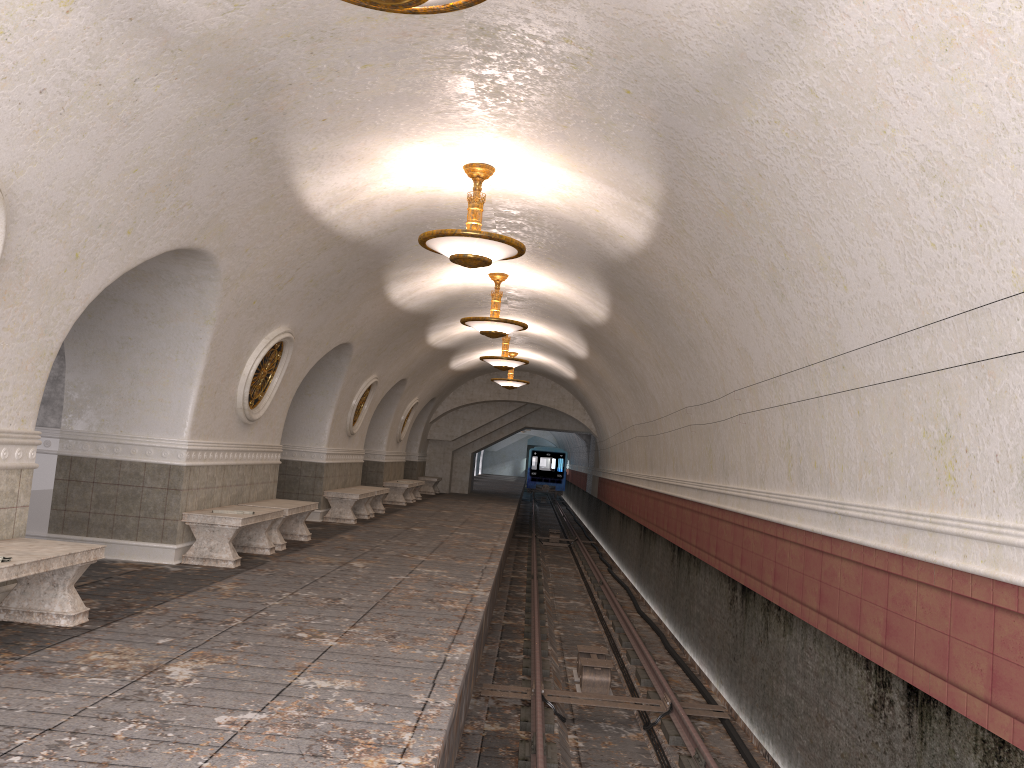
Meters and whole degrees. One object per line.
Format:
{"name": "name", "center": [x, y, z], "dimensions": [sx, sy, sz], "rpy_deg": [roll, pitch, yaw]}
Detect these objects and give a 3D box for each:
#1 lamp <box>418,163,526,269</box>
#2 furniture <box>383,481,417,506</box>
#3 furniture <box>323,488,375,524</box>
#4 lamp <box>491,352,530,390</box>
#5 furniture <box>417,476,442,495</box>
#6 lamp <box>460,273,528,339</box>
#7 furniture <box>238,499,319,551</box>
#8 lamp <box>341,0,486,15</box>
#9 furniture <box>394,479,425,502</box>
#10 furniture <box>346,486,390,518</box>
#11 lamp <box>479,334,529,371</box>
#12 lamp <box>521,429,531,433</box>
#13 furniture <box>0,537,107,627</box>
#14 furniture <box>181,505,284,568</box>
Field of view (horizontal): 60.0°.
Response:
{"name": "lamp", "center": [-0.350, -1.551, 8.302], "dimensions": [1.008, 0.955, 1.008], "rpy_deg": [6, -5, -14]}
{"name": "furniture", "center": [-2.725, 2.638, 21.502], "dimensions": [0.613, 0.508, 1.509], "rpy_deg": [5, -5, 2]}
{"name": "furniture", "center": [-2.859, 2.133, 15.562], "dimensions": [0.613, 0.508, 1.509], "rpy_deg": [5, -5, 2]}
{"name": "lamp", "center": [-0.024, -0.324, 22.734], "dimensions": [1.008, 0.955, 1.008], "rpy_deg": [9, -6, -42]}
{"name": "furniture", "center": [-2.583, 3.172, 27.780], "dimensions": [0.613, 0.508, 1.509], "rpy_deg": [5, -5, 2]}
{"name": "lamp", "center": [-0.242, -1.142, 13.114], "dimensions": [1.008, 0.955, 1.008], "rpy_deg": [3, -5, 18]}
{"name": "furniture", "center": [-2.957, 1.765, 11.240], "dimensions": [0.613, 0.508, 1.509], "rpy_deg": [5, -5, 2]}
{"name": "lamp", "center": [-0.460, -1.963, 3.459], "dimensions": [1.008, 0.955, 1.008], "rpy_deg": [6, -5, -14]}
{"name": "furniture", "center": [-2.687, 2.780, 23.177], "dimensions": [0.613, 0.508, 1.509], "rpy_deg": [5, -5, 2]}
{"name": "furniture", "center": [-2.821, 2.275, 17.237], "dimensions": [0.613, 0.508, 1.509], "rpy_deg": [5, -5, 2]}
{"name": "lamp", "center": [-0.133, -0.733, 17.923], "dimensions": [1.008, 0.955, 1.008], "rpy_deg": [3, -5, 18]}
{"name": "lamp", "center": [0.802, 2.788, 59.341], "dimensions": [1.008, 0.955, 1.008], "rpy_deg": [6, -5, -12]}
{"name": "furniture", "center": [-3.092, 1.256, 5.254], "dimensions": [0.613, 0.508, 1.509], "rpy_deg": [5, -5, 2]}
{"name": "furniture", "center": [-2.995, 1.623, 9.565], "dimensions": [0.613, 0.508, 1.509], "rpy_deg": [5, -5, 2]}
